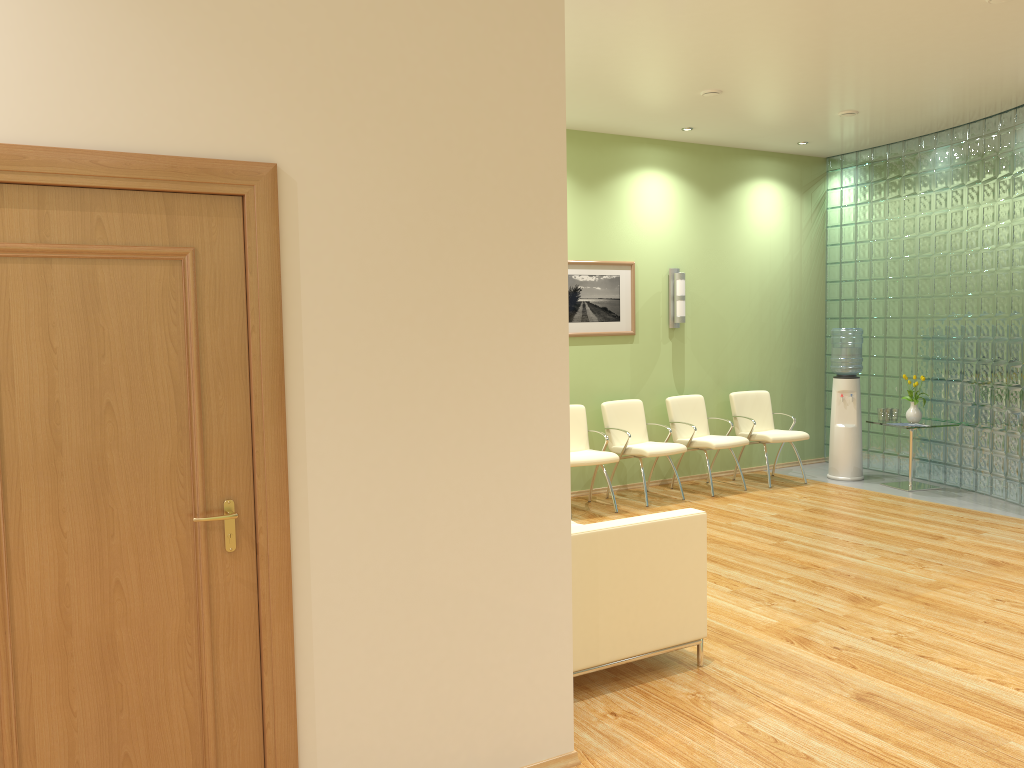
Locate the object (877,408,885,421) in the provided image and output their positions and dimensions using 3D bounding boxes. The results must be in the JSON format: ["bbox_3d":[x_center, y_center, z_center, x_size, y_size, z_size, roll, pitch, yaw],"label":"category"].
[{"bbox_3d":[3.566,0.295,8.566,0.071,0.119,0.072,-3,5,-30],"label":"object"}]

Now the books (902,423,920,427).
[{"bbox_3d":[3.688,0.377,8.191,0.150,0.004,0.210,1,5,25],"label":"books"}]

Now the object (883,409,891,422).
[{"bbox_3d":[3.587,0.300,8.484,0.071,0.119,0.072,-3,5,-30],"label":"object"}]

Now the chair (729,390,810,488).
[{"bbox_3d":[2.542,0.528,8.808,0.536,0.881,0.650,-3,5,-25],"label":"chair"}]

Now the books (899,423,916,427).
[{"bbox_3d":[3.672,0.377,8.200,0.150,0.004,0.210,2,5,35],"label":"books"}]

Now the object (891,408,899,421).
[{"bbox_3d":[3.669,0.297,8.504,0.071,0.119,0.072,-3,5,-30],"label":"object"}]

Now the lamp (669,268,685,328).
[{"bbox_3d":[1.616,-0.837,8.639,0.134,0.580,0.142,-3,5,-30],"label":"lamp"}]

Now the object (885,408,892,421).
[{"bbox_3d":[3.649,0.292,8.582,0.071,0.119,0.072,-3,5,-30],"label":"object"}]

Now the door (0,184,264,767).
[{"bbox_3d":[-1.121,0.473,2.447,0.823,2.001,0.098,-3,5,-30],"label":"door"}]

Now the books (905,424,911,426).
[{"bbox_3d":[3.723,0.377,8.182,0.150,0.004,0.210,-1,4,5],"label":"books"}]

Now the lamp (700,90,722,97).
[{"bbox_3d":[1.520,-2.211,6.766,0.167,0.024,0.167,1,4,20],"label":"lamp"}]

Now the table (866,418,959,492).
[{"bbox_3d":[3.787,0.669,8.417,0.581,0.614,0.581,-2,4,-16],"label":"table"}]

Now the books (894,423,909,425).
[{"bbox_3d":[3.646,0.376,8.226,0.210,0.004,0.150,-4,5,-35],"label":"books"}]

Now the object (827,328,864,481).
[{"bbox_3d":[3.343,0.197,8.871,0.353,1.506,0.353,-3,5,-23],"label":"object"}]

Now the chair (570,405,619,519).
[{"bbox_3d":[0.554,0.647,7.657,0.536,0.881,0.650,-3,5,-25],"label":"chair"}]

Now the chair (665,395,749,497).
[{"bbox_3d":[16.024,0.629,3.482,30.806,0.986,0.748,0,4,19],"label":"chair"}]

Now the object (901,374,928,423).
[{"bbox_3d":[3.795,0.135,8.363,0.219,0.459,0.201,-1,4,0],"label":"object"}]

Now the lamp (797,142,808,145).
[{"bbox_3d":[2.887,-2.389,8.806,0.105,0.011,0.105,3,5,41],"label":"lamp"}]

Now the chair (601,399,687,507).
[{"bbox_3d":[15.674,0.651,3.272,31.281,0.986,0.752,0,4,18],"label":"chair"}]

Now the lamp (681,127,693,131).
[{"bbox_3d":[1.592,-2.312,8.053,0.105,0.011,0.105,3,5,41],"label":"lamp"}]

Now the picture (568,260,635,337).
[{"bbox_3d":[0.743,-0.789,8.199,1.000,0.700,0.025,-3,5,-30],"label":"picture"}]

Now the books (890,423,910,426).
[{"bbox_3d":[3.630,0.374,8.258,0.210,0.004,0.150,-2,4,-15],"label":"books"}]

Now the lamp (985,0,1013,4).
[{"bbox_3d":[2.662,-2.089,4.812,0.167,0.024,0.167,0,4,9],"label":"lamp"}]

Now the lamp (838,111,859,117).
[{"bbox_3d":[2.860,-2.291,7.544,0.167,0.024,0.167,3,6,43],"label":"lamp"}]

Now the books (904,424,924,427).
[{"bbox_3d":[3.705,0.377,8.185,0.150,0.004,0.210,0,4,15],"label":"books"}]

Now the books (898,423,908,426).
[{"bbox_3d":[3.658,0.376,8.212,0.150,0.004,0.210,3,6,45],"label":"books"}]

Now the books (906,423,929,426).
[{"bbox_3d":[3.741,0.377,8.182,0.150,0.004,0.210,-1,4,-5],"label":"books"}]

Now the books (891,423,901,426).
[{"bbox_3d":[3.637,0.375,8.241,0.210,0.004,0.150,-3,5,-25],"label":"books"}]
